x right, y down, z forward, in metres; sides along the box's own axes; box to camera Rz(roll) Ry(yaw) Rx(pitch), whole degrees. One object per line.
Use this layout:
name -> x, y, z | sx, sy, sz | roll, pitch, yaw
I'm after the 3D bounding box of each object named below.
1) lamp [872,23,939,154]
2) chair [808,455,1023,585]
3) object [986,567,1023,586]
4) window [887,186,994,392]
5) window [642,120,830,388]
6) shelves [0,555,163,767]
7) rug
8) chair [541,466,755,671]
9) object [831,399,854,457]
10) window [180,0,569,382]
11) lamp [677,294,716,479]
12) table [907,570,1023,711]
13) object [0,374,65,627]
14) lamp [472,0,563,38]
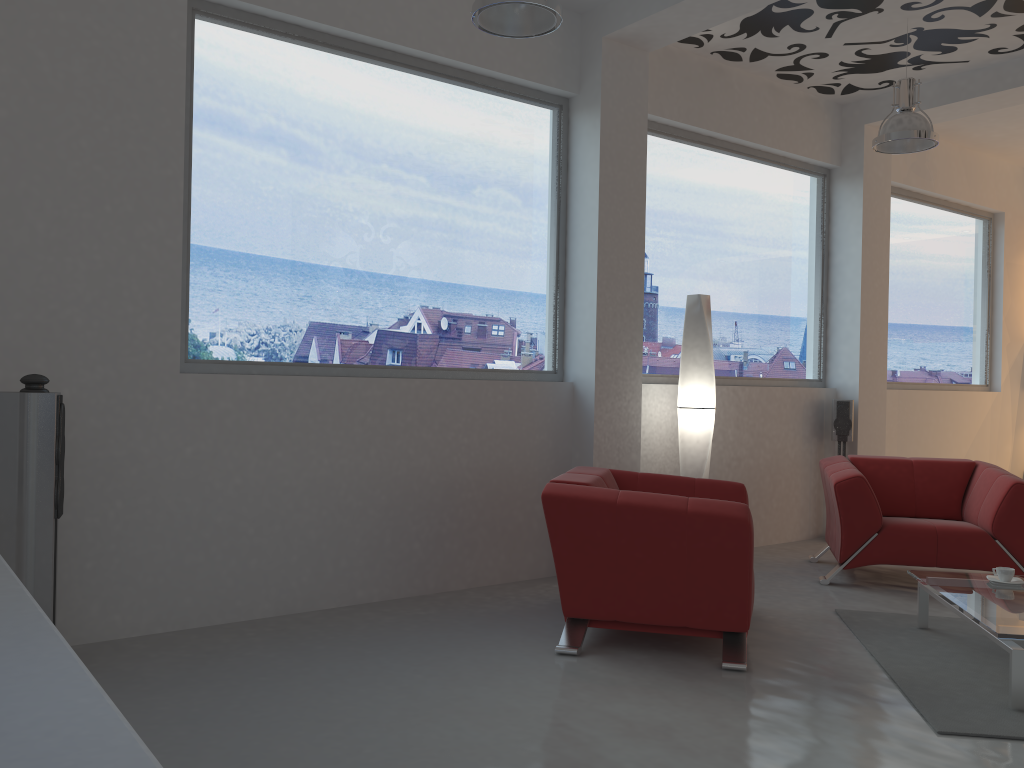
lamp -> 2.444, -1.873, 5.494 | 0.379, 0.800, 0.379 | 1, 0, -8
chair -> 2.608, 0.867, 5.661 | 1.288, 0.738, 0.951 | 1, 0, 14
object -> 2.325, 0.904, 4.177 | 0.153, 0.069, 0.153 | 1, 0, 20
window -> 3.857, -0.841, 8.281 | 2.400, 1.800, 0.100 | 1, 0, -36
window -> 1.603, -0.886, 6.620 | 2.400, 1.800, 0.100 | 1, 0, -36
shelves -> -0.874, 0.542, 1.217 | 0.650, 0.050, 5.500 | 1, 0, -36
rug -> 2.442, 1.230, 3.789 | 1.700, 0.025, 1.700 | 1, 0, 9
chair -> 0.716, 0.829, 4.422 | 0.951, 0.738, 1.288 | 1, 0, 14
object -> 2.593, 0.678, 6.983 | 0.214, 1.112, 0.229 | 1, 0, 19
window -> -0.651, -0.932, 4.959 | 2.400, 1.800, 0.100 | 1, 0, -36
lamp -> 1.186, 0.317, 5.726 | 0.313, 1.779, 0.313 | 1, 0, -45
table -> 2.434, 1.084, 3.791 | 1.097, 0.286, 1.162 | 1, 0, 9
object -> -1.898, 0.552, 3.438 | 0.273, 1.184, 0.255 | 1, 0, -21
lamp -> 0.029, -1.922, 3.715 | 0.379, 0.800, 0.379 | 1, 0, 3
